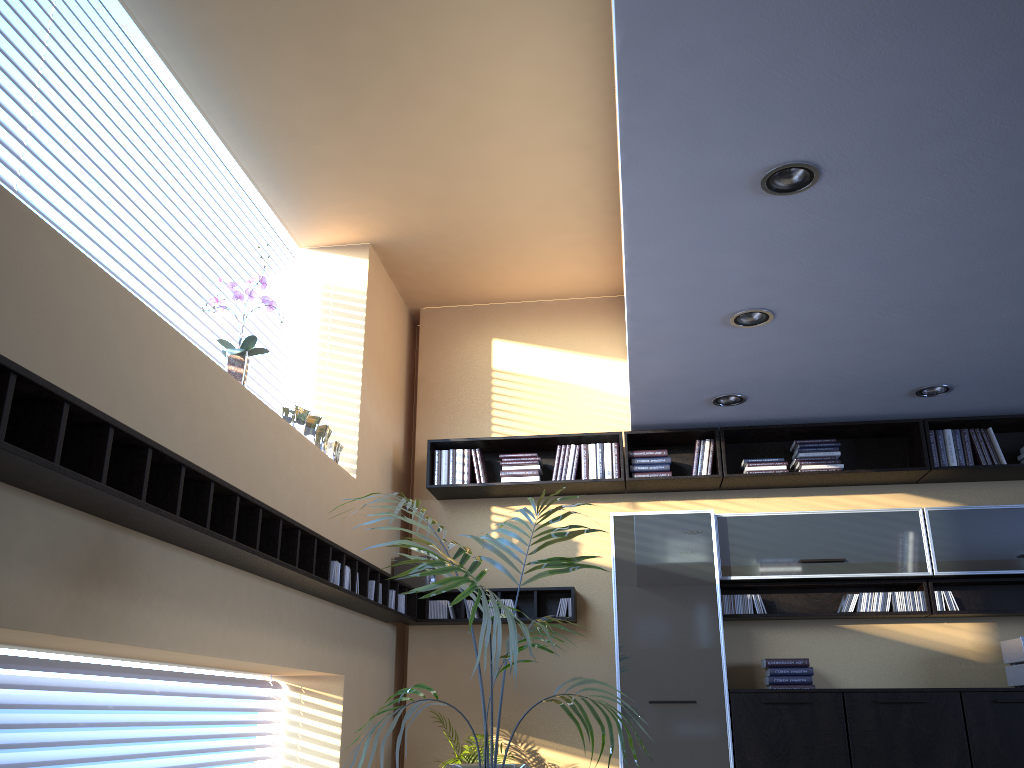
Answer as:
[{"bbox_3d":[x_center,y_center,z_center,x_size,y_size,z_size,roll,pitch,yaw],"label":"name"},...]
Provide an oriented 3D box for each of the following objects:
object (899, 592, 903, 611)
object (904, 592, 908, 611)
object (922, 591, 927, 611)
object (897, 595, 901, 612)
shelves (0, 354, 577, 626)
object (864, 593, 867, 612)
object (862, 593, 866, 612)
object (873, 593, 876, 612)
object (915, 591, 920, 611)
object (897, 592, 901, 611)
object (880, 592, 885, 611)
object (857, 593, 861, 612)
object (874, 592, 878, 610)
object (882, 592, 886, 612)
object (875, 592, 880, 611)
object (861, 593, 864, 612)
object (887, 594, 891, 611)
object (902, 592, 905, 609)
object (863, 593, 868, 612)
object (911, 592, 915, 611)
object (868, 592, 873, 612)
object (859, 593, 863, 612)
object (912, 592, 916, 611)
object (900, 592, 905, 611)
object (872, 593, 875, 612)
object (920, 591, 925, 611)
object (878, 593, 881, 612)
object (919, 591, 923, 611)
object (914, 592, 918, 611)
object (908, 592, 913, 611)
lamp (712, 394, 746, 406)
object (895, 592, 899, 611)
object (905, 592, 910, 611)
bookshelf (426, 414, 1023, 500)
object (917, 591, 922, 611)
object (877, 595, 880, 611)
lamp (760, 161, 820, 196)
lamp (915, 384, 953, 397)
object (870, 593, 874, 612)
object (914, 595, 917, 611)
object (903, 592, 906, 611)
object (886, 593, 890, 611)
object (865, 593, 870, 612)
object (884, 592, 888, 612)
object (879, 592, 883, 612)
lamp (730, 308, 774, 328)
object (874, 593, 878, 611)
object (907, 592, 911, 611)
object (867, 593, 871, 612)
[{"bbox_3d":[2.419,1.373,5.560,0.006,0.117,0.141,-3,-20,7],"label":"object"},{"bbox_3d":[2.449,1.373,5.559,0.009,0.119,0.143,-3,-20,7],"label":"object"},{"bbox_3d":[2.558,1.365,5.540,0.009,0.119,0.143,-3,-20,7],"label":"object"},{"bbox_3d":[2.410,1.376,5.569,0.009,0.119,0.143,-3,-20,7],"label":"object"},{"bbox_3d":[-0.639,0.365,2.930,1.249,0.211,6.677,-3,-21,7],"label":"shelves"},{"bbox_3d":[2.214,1.384,5.589,0.036,0.115,0.141,-3,-20,8],"label":"object"},{"bbox_3d":[2.203,1.384,5.588,0.036,0.115,0.141,-3,-20,7],"label":"object"},{"bbox_3d":[2.263,1.380,5.578,0.036,0.115,0.141,-3,-20,7],"label":"object"},{"bbox_3d":[2.518,1.368,5.546,0.009,0.119,0.143,-3,-20,7],"label":"object"},{"bbox_3d":[2.410,1.375,5.566,0.006,0.117,0.141,-3,-20,8],"label":"object"},{"bbox_3d":[2.313,1.378,5.573,0.040,0.117,0.143,-3,-20,7],"label":"object"},{"bbox_3d":[2.173,1.385,5.592,0.040,0.117,0.143,-3,-20,7],"label":"object"},{"bbox_3d":[2.273,1.381,5.582,0.040,0.117,0.143,-3,-20,7],"label":"object"},{"bbox_3d":[2.323,1.379,5.576,0.040,0.117,0.143,-3,-20,7],"label":"object"},{"bbox_3d":[2.282,1.379,5.575,0.040,0.117,0.143,-3,-20,7],"label":"object"},{"bbox_3d":[2.194,1.386,5.592,0.036,0.115,0.141,-3,-20,7],"label":"object"},{"bbox_3d":[2.353,1.377,5.570,0.040,0.117,0.143,-3,-20,7],"label":"object"},{"bbox_3d":[2.439,1.372,5.557,0.009,0.119,0.143,-3,-20,7],"label":"object"},{"bbox_3d":[2.213,1.385,5.592,0.040,0.117,0.143,-3,-20,7],"label":"object"},{"bbox_3d":[2.489,1.370,5.551,0.009,0.119,0.143,-3,-20,7],"label":"object"},{"bbox_3d":[2.243,1.383,5.585,0.040,0.117,0.143,-3,-20,7],"label":"object"},{"bbox_3d":[2.183,1.385,5.590,0.040,0.117,0.143,-3,-20,7],"label":"object"},{"bbox_3d":[2.499,1.371,5.555,0.009,0.119,0.143,-3,-20,7],"label":"object"},{"bbox_3d":[2.428,1.371,5.555,0.009,0.119,0.143,-3,-20,7],"label":"object"},{"bbox_3d":[2.263,1.382,5.584,0.040,0.117,0.143,-3,-20,7],"label":"object"},{"bbox_3d":[2.548,1.365,5.540,0.009,0.119,0.143,-3,-20,7],"label":"object"},{"bbox_3d":[2.293,1.379,5.575,0.036,0.115,0.141,-3,-20,7],"label":"object"},{"bbox_3d":[2.539,1.368,5.548,0.009,0.119,0.143,-3,-20,7],"label":"object"},{"bbox_3d":[2.510,1.370,5.553,0.006,0.117,0.141,-3,-20,7],"label":"object"},{"bbox_3d":[2.478,1.369,5.551,0.009,0.119,0.143,-3,-20,7],"label":"object"},{"bbox_3d":[1.343,0.060,5.500,0.209,0.095,0.209,-10,-22,24],"label":"lamp"},{"bbox_3d":[2.399,1.374,5.563,0.006,0.117,0.141,-3,-20,8],"label":"object"},{"bbox_3d":[2.458,1.370,5.552,0.009,0.119,0.143,-3,-20,7],"label":"object"},{"bbox_3d":[1.981,0.478,5.880,5.125,0.337,0.364,-3,-20,7],"label":"bookshelf"},{"bbox_3d":[2.528,1.367,5.545,0.009,0.119,0.143,-3,-20,8],"label":"object"},{"bbox_3d":[2.293,1.381,5.579,0.040,0.117,0.143,-3,-20,7],"label":"object"},{"bbox_3d":[1.012,-0.787,3.243,0.209,0.095,0.209,8,-22,-21],"label":"lamp"},{"bbox_3d":[2.538,-0.001,5.344,0.209,0.095,0.210,-1,-20,2],"label":"lamp"},{"bbox_3d":[2.253,1.383,5.586,0.040,0.117,0.143,-3,-20,8],"label":"object"},{"bbox_3d":[2.510,1.372,5.558,0.009,0.119,0.143,-3,-20,7],"label":"object"},{"bbox_3d":[2.439,1.371,5.555,0.006,0.117,0.141,-3,-20,7],"label":"object"},{"bbox_3d":[2.343,1.377,5.569,0.036,0.115,0.141,-3,-20,7],"label":"object"},{"bbox_3d":[2.222,1.382,5.584,0.040,0.117,0.143,-3,-20,7],"label":"object"},{"bbox_3d":[2.333,1.378,5.574,0.040,0.117,0.143,-3,-20,7],"label":"object"},{"bbox_3d":[2.304,1.381,5.582,0.040,0.117,0.143,-3,-20,7],"label":"object"},{"bbox_3d":[1.177,-0.364,4.371,0.209,0.095,0.210,3,-21,-9],"label":"lamp"},{"bbox_3d":[2.273,1.381,5.580,0.036,0.115,0.141,-3,-20,7],"label":"object"},{"bbox_3d":[2.470,1.373,5.561,0.009,0.119,0.143,-3,-20,7],"label":"object"},{"bbox_3d":[2.234,1.384,5.587,0.036,0.115,0.141,-3,-20,7],"label":"object"}]
